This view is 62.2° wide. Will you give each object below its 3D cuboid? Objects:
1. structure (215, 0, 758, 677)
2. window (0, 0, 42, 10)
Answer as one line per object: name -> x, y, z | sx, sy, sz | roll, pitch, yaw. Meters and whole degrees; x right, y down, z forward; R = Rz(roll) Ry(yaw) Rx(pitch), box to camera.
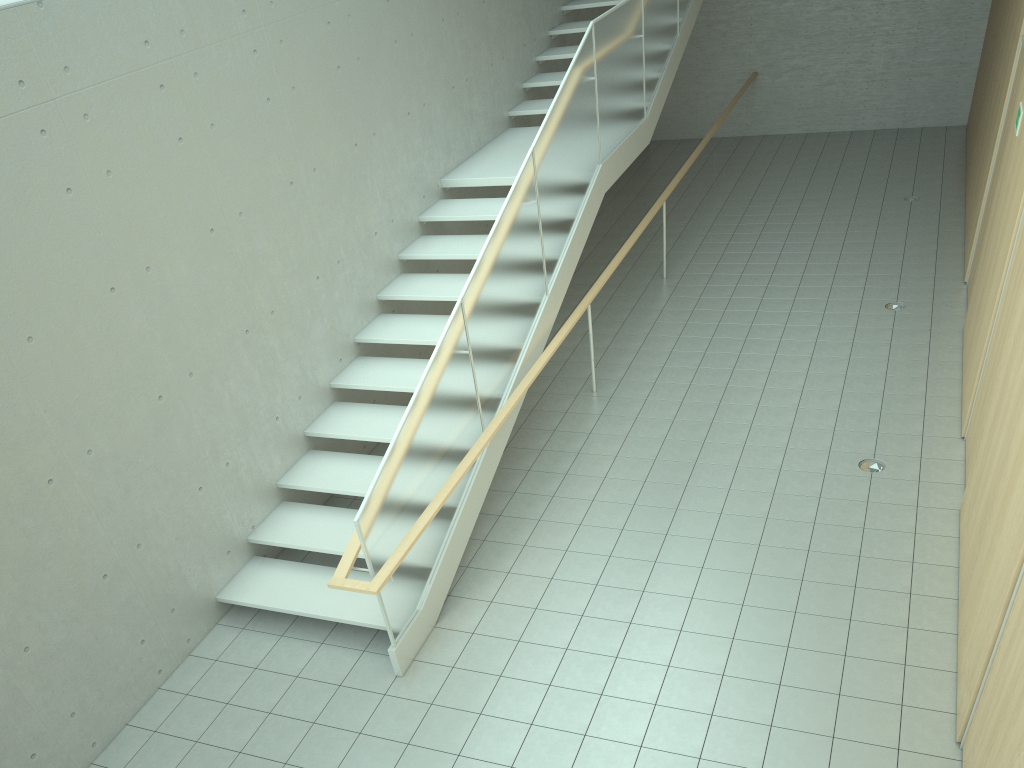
structure -> 0.493, -2.769, 8.376 | 1.856, 4.929, 11.027 | 9, 36, 23
window -> -2.717, -2.869, 2.782 | 0.030, 3.227, 13.683 | 9, 36, 23
